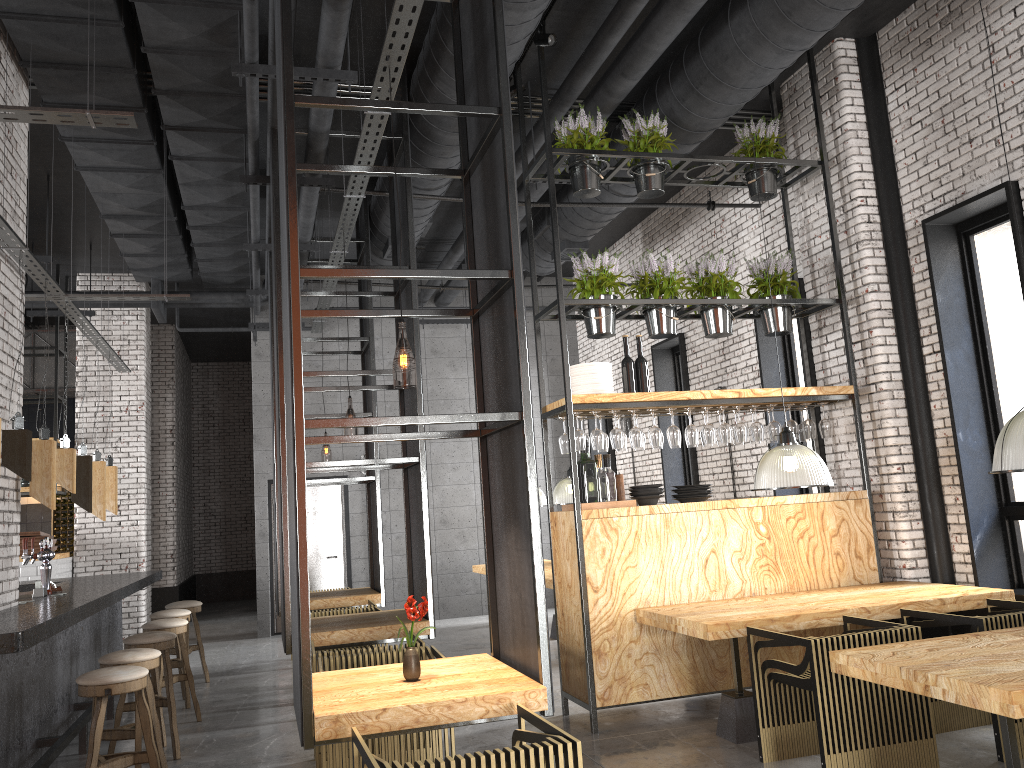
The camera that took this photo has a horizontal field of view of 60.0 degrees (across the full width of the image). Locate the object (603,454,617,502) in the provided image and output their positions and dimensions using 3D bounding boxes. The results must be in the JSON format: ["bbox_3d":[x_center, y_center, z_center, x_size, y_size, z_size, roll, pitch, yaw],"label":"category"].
[{"bbox_3d":[0.690,0.686,6.329,0.070,0.369,0.107,-1,-9,-17],"label":"object"}]

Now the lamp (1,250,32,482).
[{"bbox_3d":[-2.888,-0.128,5.192,0.127,1.399,0.127,-1,-9,-16],"label":"lamp"}]

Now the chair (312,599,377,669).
[{"bbox_3d":[-1.542,2.340,7.863,0.657,0.732,0.636,-2,-9,-15],"label":"chair"}]

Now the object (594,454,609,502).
[{"bbox_3d":[0.627,0.688,6.310,0.070,0.369,0.107,-1,-9,-17],"label":"object"}]

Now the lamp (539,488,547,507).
[{"bbox_3d":[0.125,0.363,11.345,0.536,2.413,0.535,-8,-10,25],"label":"lamp"}]

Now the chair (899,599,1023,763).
[{"bbox_3d":[2.732,1.646,5.038,0.657,0.732,0.636,-1,-9,-18],"label":"chair"}]

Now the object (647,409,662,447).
[{"bbox_3d":[1.023,0.318,6.381,0.101,0.268,0.100,-7,-10,20],"label":"object"}]

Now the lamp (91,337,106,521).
[{"bbox_3d":[-3.577,0.373,7.642,0.127,1.612,0.127,-1,-9,-16],"label":"lamp"}]

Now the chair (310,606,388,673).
[{"bbox_3d":[-1.362,2.227,7.151,0.657,0.732,0.636,-1,-9,-17],"label":"chair"}]

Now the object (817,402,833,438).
[{"bbox_3d":[2.390,0.279,6.773,0.101,0.268,0.100,-6,-9,15],"label":"object"}]

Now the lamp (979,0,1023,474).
[{"bbox_3d":[2.296,-0.816,4.057,0.536,2.413,0.535,-7,-10,20],"label":"lamp"}]

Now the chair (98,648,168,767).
[{"bbox_3d":[-2.204,1.948,5.088,0.480,0.808,0.437,1,-10,-27],"label":"chair"}]

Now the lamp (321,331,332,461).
[{"bbox_3d":[-1.931,0.016,9.111,0.108,1.604,0.108,-7,-9,16],"label":"lamp"}]

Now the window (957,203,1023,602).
[{"bbox_3d":[3.432,0.091,5.991,0.365,2.707,0.746,-1,-9,-16],"label":"window"}]

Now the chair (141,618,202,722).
[{"bbox_3d":[-2.625,2.226,6.849,0.439,0.808,0.479,1,-10,-27],"label":"chair"}]

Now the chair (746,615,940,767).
[{"bbox_3d":[1.736,1.671,4.733,0.657,0.732,0.636,-2,-9,-16],"label":"chair"}]

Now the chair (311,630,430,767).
[{"bbox_3d":[-0.879,1.946,5.402,0.657,0.732,0.636,-2,-9,-14],"label":"chair"}]

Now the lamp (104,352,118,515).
[{"bbox_3d":[-3.753,0.442,8.264,0.127,1.552,0.127,-1,-9,-16],"label":"lamp"}]

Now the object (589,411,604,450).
[{"bbox_3d":[0.598,0.330,6.259,0.101,0.268,0.100,-7,-10,20],"label":"object"}]

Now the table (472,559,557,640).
[{"bbox_3d":[0.527,2.486,10.034,1.000,0.766,4.122,-2,-8,-16],"label":"table"}]

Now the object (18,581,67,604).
[{"bbox_3d":[-3.219,1.411,6.047,0.200,0.106,0.764,-2,-8,-16],"label":"object"}]

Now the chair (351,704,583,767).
[{"bbox_3d":[-0.159,1.552,2.962,0.657,0.732,0.636,-1,-9,-17],"label":"chair"}]

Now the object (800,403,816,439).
[{"bbox_3d":[2.248,0.283,6.732,0.101,0.268,0.100,-6,-9,15],"label":"object"}]

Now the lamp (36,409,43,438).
[{"bbox_3d":[-7.411,0.865,13.915,0.390,0.940,0.389,-2,-9,-13],"label":"lamp"}]

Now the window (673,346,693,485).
[{"bbox_3d":[2.153,0.820,10.523,0.365,2.707,0.746,-1,-9,-16],"label":"window"}]

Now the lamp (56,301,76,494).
[{"bbox_3d":[-3.235,0.082,6.424,0.127,1.424,0.127,-1,-9,-16],"label":"lamp"}]

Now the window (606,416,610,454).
[{"bbox_3d":[1.506,1.188,12.814,0.365,2.707,0.746,-1,-9,-16],"label":"window"}]

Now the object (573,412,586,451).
[{"bbox_3d":[0.465,0.334,6.221,0.101,0.268,0.100,-7,-10,20],"label":"object"}]

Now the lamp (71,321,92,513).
[{"bbox_3d":[-3.405,0.244,7.030,0.127,1.552,0.127,-1,-9,-16],"label":"lamp"}]

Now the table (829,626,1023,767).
[{"bbox_3d":[2.564,1.442,3.638,2.116,0.766,0.997,-2,-9,-16],"label":"table"}]

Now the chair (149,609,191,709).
[{"bbox_3d":[-3.001,2.367,7.663,0.439,0.808,0.479,-1,-9,-17],"label":"chair"}]

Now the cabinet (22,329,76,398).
[{"bbox_3d":[-9.125,0.154,12.989,5.864,1.774,0.680,-2,-9,-16],"label":"cabinet"}]

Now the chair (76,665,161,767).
[{"bbox_3d":[-2.035,1.855,4.513,0.480,0.808,0.438,4,-12,-42],"label":"chair"}]

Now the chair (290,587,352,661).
[{"bbox_3d":[-2.042,2.614,9.559,0.657,0.732,0.636,-1,-9,-17],"label":"chair"}]

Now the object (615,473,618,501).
[{"bbox_3d":[0.753,0.769,6.413,0.056,0.250,0.055,0,-10,-23],"label":"object"}]

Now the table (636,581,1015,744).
[{"bbox_3d":[1.998,1.764,5.641,2.116,0.766,0.997,-2,-9,-16],"label":"table"}]

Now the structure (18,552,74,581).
[{"bbox_3d":[-8.318,2.864,10.247,5.801,1.350,1.506,-2,-9,-16],"label":"structure"}]

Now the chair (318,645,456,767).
[{"bbox_3d":[-0.672,1.828,4.669,0.657,0.732,0.636,-2,-9,-13],"label":"chair"}]

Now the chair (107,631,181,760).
[{"bbox_3d":[-2.408,2.083,5.944,0.438,0.808,0.480,-10,-10,32],"label":"chair"}]

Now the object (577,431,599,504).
[{"bbox_3d":[0.526,0.596,6.283,0.106,0.556,0.156,-1,-9,-17],"label":"object"}]

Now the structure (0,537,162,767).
[{"bbox_3d":[-4.976,1.931,5.997,4.311,1.538,5.857,-2,-8,-16],"label":"structure"}]

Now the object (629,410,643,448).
[{"bbox_3d":[0.882,0.322,6.341,0.101,0.268,0.100,-7,-10,20],"label":"object"}]

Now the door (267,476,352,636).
[{"bbox_3d":[-2.811,2.358,12.311,1.120,2.110,0.158,-1,-9,-16],"label":"door"}]

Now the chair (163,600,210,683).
[{"bbox_3d":[-3.108,2.499,8.547,0.479,0.808,0.438,-12,-12,42],"label":"chair"}]

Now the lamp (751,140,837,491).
[{"bbox_3d":[1.754,-0.507,5.979,0.536,2.413,0.535,-7,-10,20],"label":"lamp"}]

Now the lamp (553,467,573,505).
[{"bbox_3d":[0.587,0.100,9.710,0.536,2.413,0.535,-7,-10,20],"label":"lamp"}]

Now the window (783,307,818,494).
[{"bbox_3d":[2.795,0.454,8.247,0.365,2.707,0.746,-1,-9,-16],"label":"window"}]

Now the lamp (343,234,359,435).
[{"bbox_3d":[-1.231,-0.382,6.631,0.108,1.604,0.108,-9,-11,30],"label":"lamp"}]

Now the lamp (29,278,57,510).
[{"bbox_3d":[-3.057,0.046,5.797,0.127,1.552,0.127,-1,-9,-16],"label":"lamp"}]

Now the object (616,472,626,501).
[{"bbox_3d":[0.777,0.756,6.330,0.056,0.250,0.055,0,-10,-23],"label":"object"}]

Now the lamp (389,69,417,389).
[{"bbox_3d":[-0.544,-0.774,4.198,0.108,1.604,0.108,5,-13,-43],"label":"lamp"}]
